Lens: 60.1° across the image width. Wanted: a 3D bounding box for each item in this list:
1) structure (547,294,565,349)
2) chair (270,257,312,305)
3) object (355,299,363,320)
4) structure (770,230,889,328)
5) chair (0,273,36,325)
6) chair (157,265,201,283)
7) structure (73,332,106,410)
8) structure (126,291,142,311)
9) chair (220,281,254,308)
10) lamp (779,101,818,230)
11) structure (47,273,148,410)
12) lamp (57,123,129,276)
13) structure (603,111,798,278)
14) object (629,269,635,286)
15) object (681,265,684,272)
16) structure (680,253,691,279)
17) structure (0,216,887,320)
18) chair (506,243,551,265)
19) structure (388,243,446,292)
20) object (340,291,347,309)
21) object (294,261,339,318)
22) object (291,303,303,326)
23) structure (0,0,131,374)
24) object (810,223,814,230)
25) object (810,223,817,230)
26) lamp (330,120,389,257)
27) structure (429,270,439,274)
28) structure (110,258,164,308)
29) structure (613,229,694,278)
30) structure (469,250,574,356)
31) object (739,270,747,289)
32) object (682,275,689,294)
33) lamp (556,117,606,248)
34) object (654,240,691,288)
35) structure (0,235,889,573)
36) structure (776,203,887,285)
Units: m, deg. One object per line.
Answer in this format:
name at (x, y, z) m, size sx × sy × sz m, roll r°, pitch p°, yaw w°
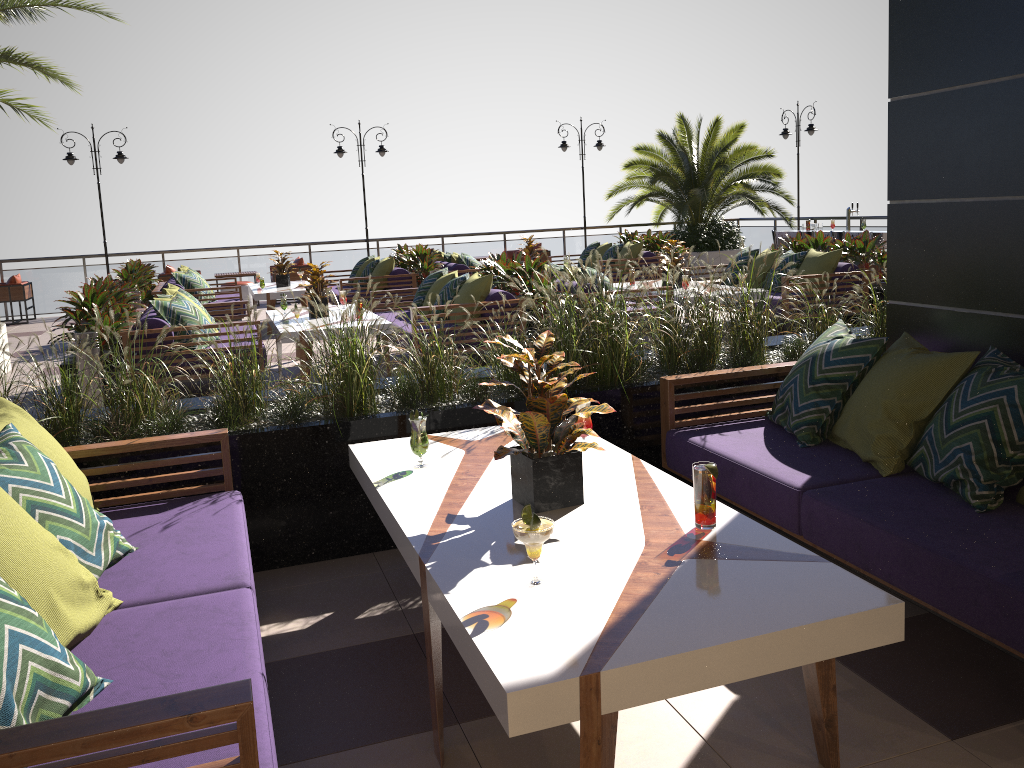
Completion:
structure at (0.409, -0.459, 7.993) m, size 0.180 × 0.694 × 0.101 m, roll -5°, pitch 8°, yaw -18°
chair at (-4.071, -1.928, 16.332) m, size 0.715 × 0.809 × 0.720 m, roll -6°, pitch 10°, yaw -18°
object at (-1.381, -0.668, 7.974) m, size 0.067 × 0.188 × 0.085 m, roll -1°, pitch 8°, yaw 11°
structure at (3.681, -1.206, 10.295) m, size 0.738 × 1.162 × 2.269 m, roll -5°, pitch 11°, yaw -17°
chair at (-8.497, -1.425, 14.862) m, size 0.715 × 0.809 × 0.720 m, roll -6°, pitch 10°, yaw -18°
chair at (-5.879, -1.722, 15.731) m, size 0.715 × 0.809 × 0.720 m, roll -6°, pitch 10°, yaw -18°
structure at (-3.229, -0.045, 6.785) m, size 0.180 × 0.694 × 0.101 m, roll -5°, pitch 8°, yaw -18°
structure at (-4.677, -0.799, 11.007) m, size 0.180 × 0.694 × 0.101 m, roll -5°, pitch 8°, yaw -18°
chair at (-4.736, -1.528, 15.317) m, size 0.578 × 0.476 × 0.583 m, roll -5°, pitch 10°, yaw -10°
lamp at (5.666, -3.903, 17.512) m, size 0.264 × 3.300 × 1.129 m, roll -5°, pitch 8°, yaw -18°
structure at (-3.622, -0.375, 7.870) m, size 0.738 × 1.162 × 2.269 m, roll -5°, pitch 11°, yaw -17°
lamp at (-7.221, -2.901, 15.611) m, size 1.124 × 3.300 × 0.265 m, roll -6°, pitch 8°, yaw -18°
structure at (3.775, -3.867, 17.888) m, size 3.809 × 3.276 × 3.778 m, roll 5°, pitch 12°, yaw 39°
object at (1.369, -1.213, 10.075) m, size 0.067 × 0.188 × 0.085 m, roll -1°, pitch 8°, yaw 11°
object at (1.969, -1.304, 10.370) m, size 0.082 × 0.196 × 0.069 m, roll 1°, pitch 9°, yaw 23°
structure at (2.642, -1.632, 13.437) m, size 0.180 × 0.694 × 0.101 m, roll -5°, pitch 8°, yaw -18°
structure at (-1.022, -1.198, 11.203) m, size 17.524 × 1.050 × 13.019 m, roll -6°, pitch 12°, yaw -18°
chair at (0.325, -2.428, 17.791) m, size 0.715 × 0.809 × 0.720 m, roll -6°, pitch 10°, yaw -18°
structure at (-1.468, -1.549, 13.340) m, size 0.716 × 1.162 × 2.265 m, roll -6°, pitch 11°, yaw -21°
object at (-1.731, -0.864, 9.086) m, size 0.069 × 0.179 × 0.069 m, roll -1°, pitch 8°, yaw 14°
object at (-1.844, -0.902, 8.417) m, size 0.425 × 0.522 × 0.434 m, roll -3°, pitch 9°, yaw -1°
object at (-1.893, -0.612, 7.796) m, size 0.106 × 0.195 × 0.106 m, roll -1°, pitch 9°, yaw 14°
structure at (-6.515, -3.125, 8.993) m, size 4.742 × 6.450 × 4.750 m, roll -3°, pitch 9°, yaw 0°
object at (5.100, -2.620, 15.019) m, size 0.106 × 0.207 × 0.106 m, roll -11°, pitch 11°, yaw -43°
object at (5.079, -2.595, 14.898) m, size 0.106 × 0.207 × 0.106 m, roll -11°, pitch 11°, yaw -43°
lamp at (-2.830, -3.401, 17.069) m, size 1.124 × 3.300 × 0.265 m, roll -6°, pitch 8°, yaw -18°
structure at (-1.039, -1.213, 12.215) m, size 0.180 × 0.694 × 0.101 m, roll -5°, pitch 8°, yaw -18°
structure at (-5.111, -1.130, 12.106) m, size 0.738 × 1.162 × 2.269 m, roll -5°, pitch 11°, yaw -17°
structure at (2.192, -1.961, 14.531) m, size 0.738 × 1.162 × 2.269 m, roll -5°, pitch 11°, yaw -17°
structure at (0.015, -0.788, 9.075) m, size 0.702 × 1.163 × 2.439 m, roll -5°, pitch 11°, yaw -16°
object at (2.383, -1.081, 9.128) m, size 0.106 × 0.195 × 0.106 m, roll -1°, pitch 9°, yaw 14°
object at (1.751, -1.005, 8.937) m, size 0.069 × 0.179 × 0.069 m, roll -8°, pitch 9°, yaw -30°
lamp at (1.506, -3.894, 18.508) m, size 1.124 × 3.300 × 0.265 m, roll -6°, pitch 8°, yaw -18°
object at (1.742, -1.309, 9.603) m, size 0.430 × 0.522 × 0.428 m, roll -4°, pitch 9°, yaw -6°
structure at (-0.579, -0.200, 0.644) m, size 24.758 × 3.096 × 7.878 m, roll -6°, pitch 11°, yaw -18°
structure at (5.586, -2.051, 13.221) m, size 0.806 × 1.316 × 4.435 m, roll -6°, pitch 11°, yaw -18°
